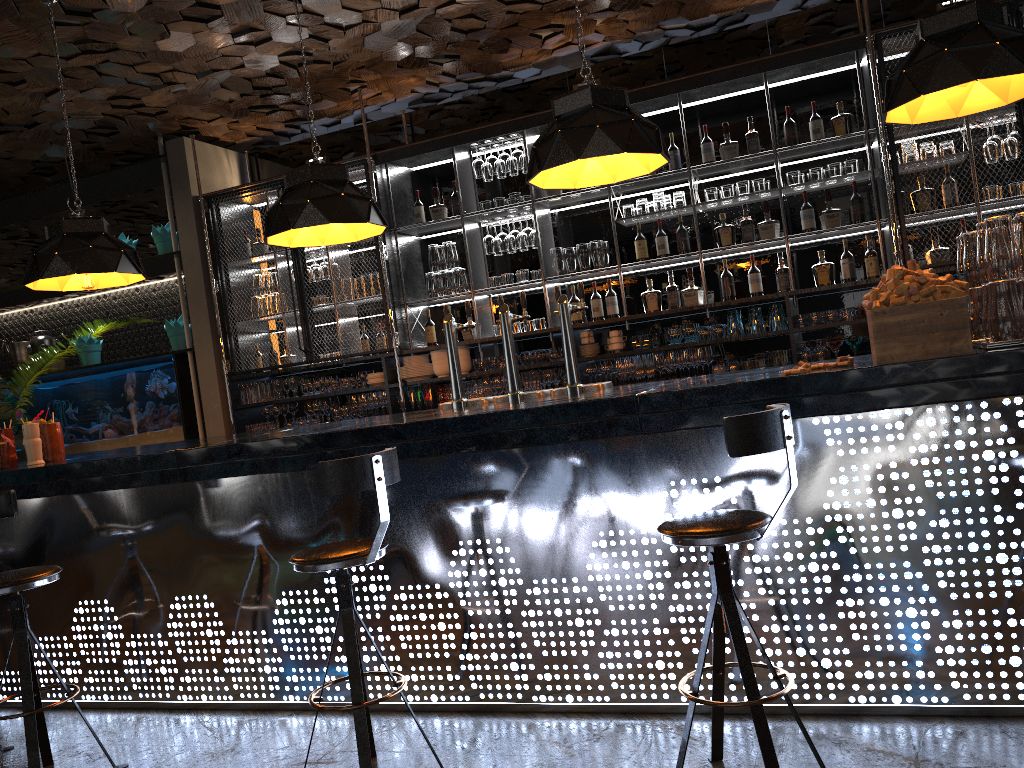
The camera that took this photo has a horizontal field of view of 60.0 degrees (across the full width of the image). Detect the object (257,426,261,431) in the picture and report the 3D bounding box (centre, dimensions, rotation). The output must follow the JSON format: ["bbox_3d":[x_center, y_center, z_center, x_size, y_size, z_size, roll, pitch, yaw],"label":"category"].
[{"bbox_3d":[-2.075,0.386,7.285,0.034,0.080,0.034,-8,1,-15],"label":"object"}]

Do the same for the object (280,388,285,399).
[{"bbox_3d":[-1.962,0.056,7.521,0.051,0.152,0.058,-8,1,-19],"label":"object"}]

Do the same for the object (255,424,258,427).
[{"bbox_3d":[-2.110,0.380,7.335,0.031,0.098,0.031,-8,1,-6],"label":"object"}]

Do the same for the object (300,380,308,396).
[{"bbox_3d":[-1.665,0.031,7.152,0.081,0.132,0.081,-8,1,-8],"label":"object"}]

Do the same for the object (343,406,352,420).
[{"bbox_3d":[-1.301,0.248,7.016,0.074,0.146,0.065,-8,1,15],"label":"object"}]

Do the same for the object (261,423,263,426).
[{"bbox_3d":[-2.082,0.376,7.404,0.031,0.098,0.031,-8,1,-24],"label":"object"}]

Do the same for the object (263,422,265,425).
[{"bbox_3d":[-2.093,0.376,7.494,0.033,0.101,0.033,-8,1,4],"label":"object"}]

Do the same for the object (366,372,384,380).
[{"bbox_3d":[-1.029,-0.058,6.914,0.209,0.060,0.211,-8,1,-25],"label":"object"}]

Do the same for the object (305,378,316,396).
[{"bbox_3d":[-1.606,0.024,7.075,0.081,0.132,0.081,-8,1,-8],"label":"object"}]

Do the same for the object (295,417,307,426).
[{"bbox_3d":[-1.690,0.322,7.118,0.093,0.101,0.093,-8,1,-17],"label":"object"}]

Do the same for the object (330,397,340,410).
[{"bbox_3d":[-1.435,0.222,7.227,0.088,0.229,0.077,-7,1,22],"label":"object"}]

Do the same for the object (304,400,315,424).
[{"bbox_3d":[-1.606,0.247,7.067,0.088,0.229,0.077,-7,1,34],"label":"object"}]

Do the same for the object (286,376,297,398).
[{"bbox_3d":[-1.753,0.025,7.099,0.087,0.170,0.087,-8,1,-19],"label":"object"}]

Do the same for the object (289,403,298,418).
[{"bbox_3d":[-1.820,0.273,7.401,0.091,0.227,0.091,-8,1,-17],"label":"object"}]

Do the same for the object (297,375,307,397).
[{"bbox_3d":[-1.728,0.019,7.342,0.087,0.170,0.087,-8,1,-19],"label":"object"}]

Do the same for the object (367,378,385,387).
[{"bbox_3d":[-1.024,-0.017,6.915,0.211,0.060,0.209,-8,1,-20],"label":"object"}]

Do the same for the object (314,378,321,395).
[{"bbox_3d":[-1.568,0.018,7.188,0.081,0.132,0.081,-8,1,-8],"label":"object"}]

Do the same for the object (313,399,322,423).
[{"bbox_3d":[-1.573,0.242,7.152,0.088,0.229,0.077,-8,1,-20],"label":"object"}]

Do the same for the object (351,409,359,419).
[{"bbox_3d":[-1.264,0.242,7.116,0.065,0.146,0.074,-7,1,43],"label":"object"}]

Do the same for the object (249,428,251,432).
[{"bbox_3d":[-2.180,0.390,7.368,0.028,0.097,0.028,-8,1,-20],"label":"object"}]

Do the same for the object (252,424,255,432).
[{"bbox_3d":[-2.122,0.383,7.299,0.031,0.098,0.031,-8,1,-31],"label":"object"}]

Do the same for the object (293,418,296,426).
[{"bbox_3d":[-1.755,0.329,7.255,0.093,0.101,0.093,-8,1,-19],"label":"object"}]

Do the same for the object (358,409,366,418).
[{"bbox_3d":[-1.225,0.235,7.211,0.074,0.146,0.065,-7,1,43],"label":"object"}]

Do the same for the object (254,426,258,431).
[{"bbox_3d":[-2.089,0.388,7.244,0.034,0.080,0.034,-7,1,34],"label":"object"}]

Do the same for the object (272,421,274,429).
[{"bbox_3d":[-2.032,0.367,7.545,0.031,0.098,0.031,-7,1,25],"label":"object"}]

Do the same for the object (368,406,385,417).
[{"bbox_3d":[-1.012,0.167,7.159,0.376,0.227,0.186,-8,1,19],"label":"object"}]

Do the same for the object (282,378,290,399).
[{"bbox_3d":[-1.848,0.036,7.273,0.087,0.170,0.087,-8,1,-19],"label":"object"}]

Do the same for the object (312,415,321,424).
[{"bbox_3d":[-1.619,0.310,7.313,0.093,0.101,0.093,-7,1,35],"label":"object"}]

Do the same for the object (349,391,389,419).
[{"bbox_3d":[-1.080,0.178,6.975,0.376,0.227,0.186,-8,1,19],"label":"object"}]

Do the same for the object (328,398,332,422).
[{"bbox_3d":[-1.515,0.232,7.317,0.077,0.229,0.088,-8,1,-5],"label":"object"}]

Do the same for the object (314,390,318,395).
[{"bbox_3d":[-1.615,0.023,7.290,0.081,0.132,0.081,-8,1,-8],"label":"object"}]

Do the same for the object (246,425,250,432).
[{"bbox_3d":[-2.166,0.388,7.297,0.033,0.101,0.033,-7,1,45],"label":"object"}]

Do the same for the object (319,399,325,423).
[{"bbox_3d":[-1.548,0.237,7.230,0.077,0.229,0.088,-7,1,36],"label":"object"}]

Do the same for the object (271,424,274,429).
[{"bbox_3d":[-2.013,0.375,7.452,0.034,0.080,0.034,-8,1,20],"label":"object"}]

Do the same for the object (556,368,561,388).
[{"bbox_3d":[0.340,-0.007,6.635,0.092,0.218,0.092,-8,1,-19],"label":"object"}]

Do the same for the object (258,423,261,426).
[{"bbox_3d":[-2.092,0.378,7.371,0.031,0.098,0.031,-8,1,-18],"label":"object"}]

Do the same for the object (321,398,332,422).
[{"bbox_3d":[-1.481,0.230,7.113,0.088,0.229,0.077,-8,1,20],"label":"object"}]

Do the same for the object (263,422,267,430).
[{"bbox_3d":[-2.067,0.373,7.441,0.031,0.098,0.031,-7,1,42],"label":"object"}]

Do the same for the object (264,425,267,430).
[{"bbox_3d":[-2.046,0.381,7.369,0.034,0.080,0.034,-7,1,29],"label":"object"}]

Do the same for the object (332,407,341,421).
[{"bbox_3d":[-1.391,0.260,7.045,0.074,0.146,0.065,-8,1,-3],"label":"object"}]

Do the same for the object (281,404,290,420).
[{"bbox_3d":[-1.864,0.280,7.293,0.091,0.227,0.091,-8,1,-16],"label":"object"}]

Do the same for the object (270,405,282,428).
[{"bbox_3d":[-1.903,0.287,7.197,0.091,0.227,0.091,-7,1,43],"label":"object"}]

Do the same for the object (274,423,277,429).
[{"bbox_3d":[-1.999,0.373,7.494,0.034,0.080,0.034,-7,1,30],"label":"object"}]

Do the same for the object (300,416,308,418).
[{"bbox_3d":[-1.717,0.323,7.352,0.093,0.101,0.093,-8,1,7],"label":"object"}]

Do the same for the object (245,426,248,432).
[{"bbox_3d":[-2.193,0.392,7.337,0.028,0.097,0.028,-8,1,10],"label":"object"}]

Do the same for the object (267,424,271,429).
[{"bbox_3d":[-2.025,0.377,7.413,0.034,0.080,0.034,-8,1,3],"label":"object"}]

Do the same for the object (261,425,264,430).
[{"bbox_3d":[-2.059,0.383,7.331,0.034,0.080,0.034,-8,1,-12],"label":"object"}]

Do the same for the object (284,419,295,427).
[{"bbox_3d":[-1.792,0.335,7.156,0.093,0.101,0.093,-8,1,-11],"label":"object"}]

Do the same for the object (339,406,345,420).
[{"bbox_3d":[-1.357,0.254,7.143,0.065,0.146,0.074,-7,1,33],"label":"object"}]

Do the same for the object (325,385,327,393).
[{"bbox_3d":[-1.520,0.010,7.308,0.081,0.132,0.081,-8,1,-8],"label":"object"}]

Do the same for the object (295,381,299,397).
[{"bbox_3d":[-1.807,0.029,7.384,0.087,0.170,0.087,-8,1,-19],"label":"object"}]

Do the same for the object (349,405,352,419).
[{"bbox_3d":[-1.323,0.248,7.234,0.074,0.146,0.065,-8,1,-40],"label":"object"}]

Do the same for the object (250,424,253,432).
[{"bbox_3d":[-2.149,0.385,7.338,0.033,0.101,0.033,-8,1,1],"label":"object"}]

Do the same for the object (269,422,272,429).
[{"bbox_3d":[-2.043,0.369,7.511,0.031,0.098,0.031,-8,1,-23],"label":"object"}]

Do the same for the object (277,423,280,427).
[{"bbox_3d":[-1.981,0.370,7.537,0.034,0.080,0.034,-7,1,30],"label":"object"}]

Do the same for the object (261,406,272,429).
[{"bbox_3d":[-1.989,0.298,7.232,0.091,0.227,0.091,-8,1,-17],"label":"object"}]

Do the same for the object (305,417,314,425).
[{"bbox_3d":[-1.659,0.316,7.220,0.093,0.101,0.093,-7,1,41],"label":"object"}]

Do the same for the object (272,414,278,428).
[{"bbox_3d":[-1.949,0.291,7.332,0.091,0.227,0.091,-8,1,-30],"label":"object"}]
